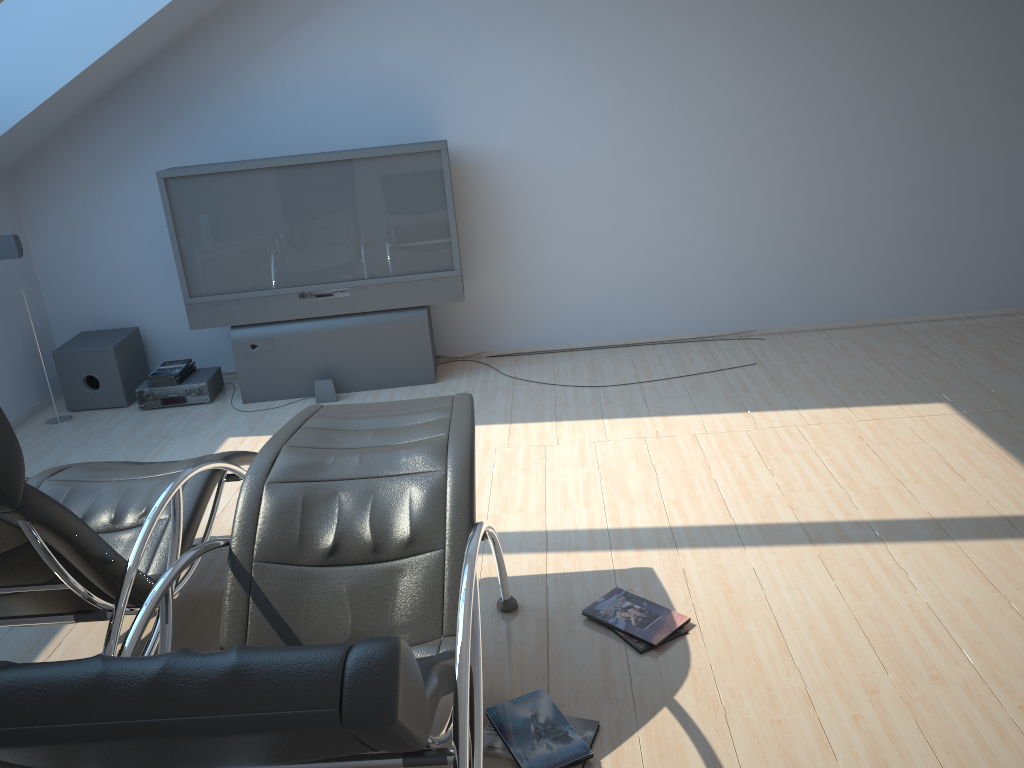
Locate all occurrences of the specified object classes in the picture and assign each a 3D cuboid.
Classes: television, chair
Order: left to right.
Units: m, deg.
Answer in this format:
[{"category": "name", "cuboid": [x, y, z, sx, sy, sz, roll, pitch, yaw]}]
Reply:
[{"category": "chair", "cuboid": [-1.429, 0.367, 2.819, 0.836, 1.251, 1.938, -5, 19, 3]}, {"category": "television", "cuboid": [-1.160, -0.682, 5.515, 1.686, 1.446, 0.400, -6, 19, -1]}, {"category": "chair", "cuboid": [-0.461, 0.596, 2.327, 0.836, 0.953, 2.114, -5, 19, 3]}]

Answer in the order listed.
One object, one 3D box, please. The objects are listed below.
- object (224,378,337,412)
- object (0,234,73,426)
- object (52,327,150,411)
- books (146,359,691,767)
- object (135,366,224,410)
[{"category": "object", "cuboid": [-1.632, 0.032, 5.591, 1.163, 0.141, 0.394, 6, 22, 31]}, {"category": "object", "cuboid": [-2.901, -0.321, 5.382, 0.160, 1.181, 0.158, -5, 19, 3]}, {"category": "object", "cuboid": [-2.682, -0.104, 5.827, 0.400, 0.424, 0.401, -5, 19, 3]}, {"category": "books", "cuboid": [-0.744, 0.422, 4.062, 1.045, 0.222, 4.790, -16, 21, -27]}, {"category": "object", "cuboid": [-2.144, 0.026, 5.743, 0.450, 0.138, 0.358, -6, 19, -1]}]
